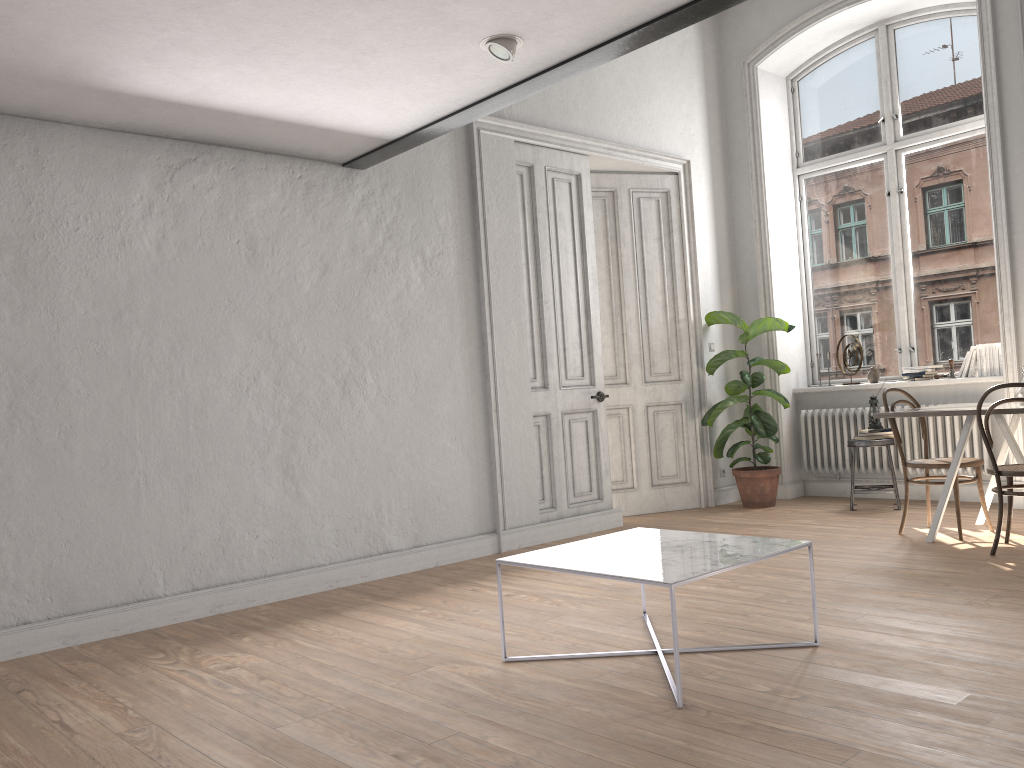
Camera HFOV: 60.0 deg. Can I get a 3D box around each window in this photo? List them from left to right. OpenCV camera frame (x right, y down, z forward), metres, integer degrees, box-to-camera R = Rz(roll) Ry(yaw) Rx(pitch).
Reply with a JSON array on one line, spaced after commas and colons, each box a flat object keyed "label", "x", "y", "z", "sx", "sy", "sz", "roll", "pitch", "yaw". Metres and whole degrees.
[{"label": "window", "x": 3.180, "y": -1.490, "z": 7.319, "sx": 0.013, "sy": 2.843, "sz": 1.623, "roll": -3, "pitch": -1, "yaw": -42}]

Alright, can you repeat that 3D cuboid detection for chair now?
[{"label": "chair", "x": 2.761, "y": 0.682, "z": 6.783, "sx": 0.364, "sy": 0.522, "sz": 0.360, "roll": -4, "pitch": -1, "yaw": 22}, {"label": "chair", "x": 2.645, "y": 0.469, "z": 5.537, "sx": 0.437, "sy": 0.920, "sz": 0.549, "roll": -3, "pitch": -1, "yaw": -34}, {"label": "chair", "x": 2.782, "y": 0.444, "z": 4.770, "sx": 0.438, "sy": 0.920, "sz": 0.549, "roll": -5, "pitch": -1, "yaw": 44}]

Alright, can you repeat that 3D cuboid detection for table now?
[{"label": "table", "x": 0.548, "y": 0.829, "z": 3.377, "sx": 0.849, "sy": 0.392, "sz": 0.849, "roll": -3, "pitch": -1, "yaw": -42}, {"label": "table", "x": 3.316, "y": 0.479, "z": 4.826, "sx": 1.100, "sy": 0.779, "sz": 2.201, "roll": -3, "pitch": -1, "yaw": -42}]

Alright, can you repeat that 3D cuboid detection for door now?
[{"label": "door", "x": 0.253, "y": -0.306, "z": 6.378, "sx": 1.096, "sy": 2.814, "sz": 0.216, "roll": -3, "pitch": -1, "yaw": -40}, {"label": "door", "x": 1.006, "y": -0.340, "z": 7.278, "sx": 1.097, "sy": 2.814, "sz": 0.216, "roll": -4, "pitch": -1, "yaw": -17}]

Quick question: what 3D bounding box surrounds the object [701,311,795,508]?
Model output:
[{"label": "object", "x": 3.476, "y": -0.056, "z": 5.254, "sx": 0.792, "sy": 1.842, "sz": 5.829, "roll": -3, "pitch": -1, "yaw": -37}]

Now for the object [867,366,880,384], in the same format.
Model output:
[{"label": "object", "x": 2.988, "y": -0.077, "z": 7.332, "sx": 0.100, "sy": 0.142, "sz": 0.102, "roll": -4, "pitch": -1, "yaw": 23}]

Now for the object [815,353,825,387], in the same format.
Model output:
[{"label": "object", "x": 2.681, "y": -0.121, "z": 7.733, "sx": 0.095, "sy": 0.289, "sz": 0.095, "roll": -4, "pitch": -1, "yaw": -10}]

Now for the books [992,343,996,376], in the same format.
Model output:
[{"label": "books", "x": 3.657, "y": -0.185, "z": 6.658, "sx": 0.175, "sy": 0.243, "sz": 0.024, "roll": -3, "pitch": -1, "yaw": -42}]

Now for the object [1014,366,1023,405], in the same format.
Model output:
[{"label": "object", "x": 2.948, "y": 0.008, "z": 5.078, "sx": 0.132, "sy": 0.219, "sz": 0.132, "roll": -4, "pitch": -1, "yaw": 37}]

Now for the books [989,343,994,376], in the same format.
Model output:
[{"label": "books", "x": 3.639, "y": -0.184, "z": 6.671, "sx": 0.174, "sy": 0.243, "sz": 0.019, "roll": -3, "pitch": -1, "yaw": -42}]

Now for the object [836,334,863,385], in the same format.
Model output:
[{"label": "object", "x": 2.854, "y": -0.206, "z": 7.480, "sx": 0.087, "sy": 0.425, "sz": 0.347, "roll": -4, "pitch": -1, "yaw": -9}]

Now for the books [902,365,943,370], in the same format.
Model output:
[{"label": "books", "x": 3.266, "y": -0.131, "z": 7.054, "sx": 0.174, "sy": 0.019, "sz": 0.244, "roll": -3, "pitch": -1, "yaw": -32}]

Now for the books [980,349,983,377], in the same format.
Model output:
[{"label": "books", "x": 3.586, "y": -0.161, "z": 6.708, "sx": 0.155, "sy": 0.205, "sz": 0.020, "roll": -3, "pitch": -1, "yaw": -42}]

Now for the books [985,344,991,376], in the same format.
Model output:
[{"label": "books", "x": 3.613, "y": -0.182, "z": 6.674, "sx": 0.174, "sy": 0.243, "sz": 0.019, "roll": -3, "pitch": -1, "yaw": -42}]

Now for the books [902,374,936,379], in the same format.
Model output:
[{"label": "books", "x": 3.249, "y": -0.062, "z": 7.066, "sx": 0.155, "sy": 0.022, "sz": 0.205, "roll": -3, "pitch": -1, "yaw": -22}]

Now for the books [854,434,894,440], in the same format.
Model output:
[{"label": "books", "x": 2.779, "y": 0.406, "z": 6.796, "sx": 0.246, "sy": 0.034, "sz": 0.194, "roll": -4, "pitch": -1, "yaw": -2}]

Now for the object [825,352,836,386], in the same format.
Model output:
[{"label": "object", "x": 2.717, "y": -0.126, "z": 7.607, "sx": 0.095, "sy": 0.289, "sz": 0.095, "roll": -4, "pitch": -1, "yaw": -19}]

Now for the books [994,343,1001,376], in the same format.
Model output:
[{"label": "books", "x": 3.654, "y": -0.186, "z": 6.628, "sx": 0.174, "sy": 0.243, "sz": 0.019, "roll": -3, "pitch": -1, "yaw": -42}]

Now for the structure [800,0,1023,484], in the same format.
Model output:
[{"label": "structure", "x": 4.078, "y": -1.405, "z": 5.715, "sx": 0.340, "sy": 4.473, "sz": 5.183, "roll": -3, "pitch": -1, "yaw": -42}]

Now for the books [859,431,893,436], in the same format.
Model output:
[{"label": "books", "x": 2.787, "y": 0.379, "z": 6.789, "sx": 0.232, "sy": 0.029, "sz": 0.162, "roll": -4, "pitch": -1, "yaw": 19}]

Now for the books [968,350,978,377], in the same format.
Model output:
[{"label": "books", "x": 3.537, "y": -0.156, "z": 6.763, "sx": 0.155, "sy": 0.203, "sz": 0.072, "roll": -3, "pitch": -1, "yaw": -42}]

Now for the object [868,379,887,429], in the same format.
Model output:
[{"label": "object", "x": 2.802, "y": 0.152, "z": 6.802, "sx": 0.163, "sy": 0.383, "sz": 0.154, "roll": -4, "pitch": -1, "yaw": 22}]

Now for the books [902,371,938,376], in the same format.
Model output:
[{"label": "books", "x": 3.248, "y": -0.084, "z": 7.064, "sx": 0.147, "sy": 0.023, "sz": 0.221, "roll": -3, "pitch": -1, "yaw": -26}]

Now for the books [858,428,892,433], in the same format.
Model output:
[{"label": "books", "x": 2.787, "y": 0.356, "z": 6.789, "sx": 0.221, "sy": 0.027, "sz": 0.147, "roll": -4, "pitch": -1, "yaw": -10}]

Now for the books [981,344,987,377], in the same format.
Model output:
[{"label": "books", "x": 3.591, "y": -0.180, "z": 6.685, "sx": 0.175, "sy": 0.243, "sz": 0.024, "roll": -3, "pitch": -1, "yaw": -42}]

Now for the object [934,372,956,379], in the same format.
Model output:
[{"label": "object", "x": 3.376, "y": -0.064, "z": 6.932, "sx": 0.153, "sy": 0.048, "sz": 0.088, "roll": -4, "pitch": -1, "yaw": -2}]

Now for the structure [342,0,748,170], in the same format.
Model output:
[{"label": "structure", "x": -0.508, "y": -1.993, "z": 1.758, "sx": 4.157, "sy": 1.213, "sz": 5.929, "roll": -3, "pitch": -1, "yaw": -42}]

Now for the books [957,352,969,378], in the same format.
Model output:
[{"label": "books", "x": 3.496, "y": -0.149, "z": 6.812, "sx": 0.155, "sy": 0.194, "sz": 0.105, "roll": -3, "pitch": -1, "yaw": -43}]

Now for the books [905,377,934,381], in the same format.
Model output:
[{"label": "books", "x": 3.249, "y": -0.039, "z": 7.073, "sx": 0.147, "sy": 0.023, "sz": 0.221, "roll": -4, "pitch": -1, "yaw": 7}]

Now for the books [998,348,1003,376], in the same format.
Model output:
[{"label": "books", "x": 3.672, "y": -0.168, "z": 6.612, "sx": 0.155, "sy": 0.205, "sz": 0.020, "roll": -3, "pitch": -1, "yaw": -42}]

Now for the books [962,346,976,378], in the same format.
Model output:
[{"label": "books", "x": 3.518, "y": -0.170, "z": 6.781, "sx": 0.174, "sy": 0.235, "sz": 0.100, "roll": -3, "pitch": -1, "yaw": -42}]

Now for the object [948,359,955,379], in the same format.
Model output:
[{"label": "object", "x": 3.388, "y": -0.118, "z": 6.832, "sx": 0.048, "sy": 0.153, "sz": 0.088, "roll": -4, "pitch": -1, "yaw": 18}]

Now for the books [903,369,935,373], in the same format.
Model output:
[{"label": "books", "x": 3.240, "y": -0.104, "z": 7.054, "sx": 0.205, "sy": 0.020, "sz": 0.155, "roll": -5, "pitch": -1, "yaw": 38}]

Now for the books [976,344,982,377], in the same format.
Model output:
[{"label": "books", "x": 3.582, "y": -0.179, "z": 6.741, "sx": 0.175, "sy": 0.243, "sz": 0.024, "roll": -3, "pitch": -1, "yaw": -42}]
